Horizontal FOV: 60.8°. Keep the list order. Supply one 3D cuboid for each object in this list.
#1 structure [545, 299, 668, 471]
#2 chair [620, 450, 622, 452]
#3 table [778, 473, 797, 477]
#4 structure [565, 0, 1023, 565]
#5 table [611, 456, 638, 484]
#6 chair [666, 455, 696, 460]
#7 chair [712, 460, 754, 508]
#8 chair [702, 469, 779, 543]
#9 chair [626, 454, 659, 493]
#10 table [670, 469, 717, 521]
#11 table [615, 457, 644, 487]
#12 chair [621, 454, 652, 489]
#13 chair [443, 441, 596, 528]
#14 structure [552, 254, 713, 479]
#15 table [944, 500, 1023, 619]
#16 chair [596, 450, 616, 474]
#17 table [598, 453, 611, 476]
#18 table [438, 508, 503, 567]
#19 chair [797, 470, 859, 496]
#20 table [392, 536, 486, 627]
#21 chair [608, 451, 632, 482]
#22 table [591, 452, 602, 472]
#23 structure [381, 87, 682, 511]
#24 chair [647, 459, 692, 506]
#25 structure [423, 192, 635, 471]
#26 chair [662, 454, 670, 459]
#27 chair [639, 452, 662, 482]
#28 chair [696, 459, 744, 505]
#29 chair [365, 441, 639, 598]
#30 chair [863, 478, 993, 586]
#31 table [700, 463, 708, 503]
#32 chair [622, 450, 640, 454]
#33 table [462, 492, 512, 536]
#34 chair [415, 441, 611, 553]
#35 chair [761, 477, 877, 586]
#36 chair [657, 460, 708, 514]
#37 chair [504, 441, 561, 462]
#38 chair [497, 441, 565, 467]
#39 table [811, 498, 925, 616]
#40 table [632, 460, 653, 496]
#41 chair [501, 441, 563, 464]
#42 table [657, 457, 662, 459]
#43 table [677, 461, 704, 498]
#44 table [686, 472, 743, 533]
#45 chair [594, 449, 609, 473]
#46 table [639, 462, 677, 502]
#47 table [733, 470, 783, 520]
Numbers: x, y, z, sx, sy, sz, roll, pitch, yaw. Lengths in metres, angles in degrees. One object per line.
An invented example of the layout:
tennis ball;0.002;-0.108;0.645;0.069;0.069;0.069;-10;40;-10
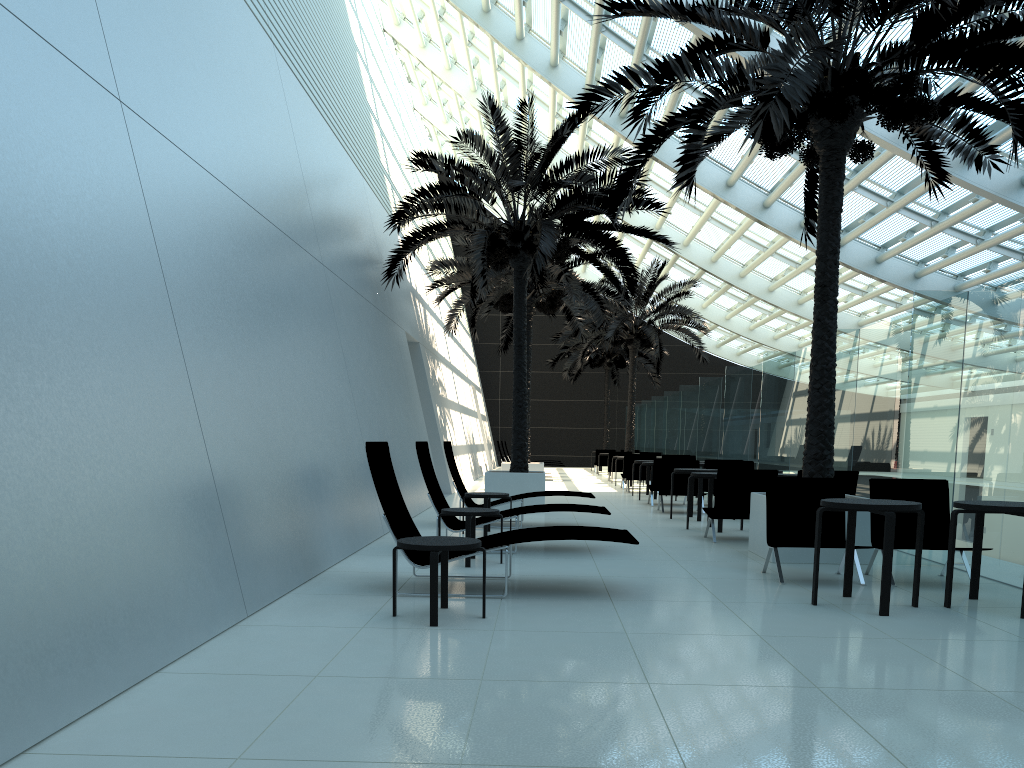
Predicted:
structure;4.102;0.064;35.959;4.455;7.085;4.763;-1;4;-20
chair;4.451;2.955;33.361;0.716;0.895;0.880;1;2;2
table;3.745;1.615;11.840;0.676;0.788;0.677;3;3;45
structure;3.179;-1.707;8.681;4.811;7.087;4.408;2;4;20
table;3.210;2.438;24.733;0.676;0.788;0.677;3;3;40
chair;4.007;2.113;20.394;0.716;0.895;0.880;1;2;2
chair;3.821;1.747;14.741;0.716;0.895;0.880;1;2;2
chair;2.768;1.471;10.686;0.716;0.895;0.880;1;2;2
chair;3.075;2.102;20.423;0.716;0.895;0.880;1;2;2
table;2.838;1.708;13.486;0.676;0.788;0.677;3;3;40
table;3.154;2.345;23.302;0.676;0.788;0.677;3;3;45
chair;3.146;2.213;22.119;0.716;0.895;0.880;1;2;2
chair;0.111;1.381;12.048;2.036;1.169;0.914;1;3;2
structure;3.806;-0.465;27.819;4.823;7.087;4.396;1;4;-5
table;3.573;1.260;6.363;0.678;0.788;0.675;-1;3;-41
chair;3.448;2.834;31.693;0.716;0.895;0.880;1;2;2
table;3.397;2.806;30.398;0.676;0.788;0.677;3;3;40
table;-0.399;1.462;8.364;0.551;0.522;0.552;2;2;45
chair;3.700;1.482;10.658;0.716;0.895;0.880;1;2;2
table;-0.484;1.295;5.793;0.551;0.522;0.552;2;2;45
chair;3.260;2.465;26.003;0.716;0.895;0.880;1;2;2
table;3.526;3.077;34.573;0.678;0.788;0.675;-1;3;-41
structure;0.210;-1.280;14.506;4.640;6.899;4.235;0;4;-20
chair;2.960;1.847;16.478;0.716;0.895;0.880;1;2;2
structure;0.203;-0.923;20.508;4.267;6.960;4.607;4;5;35
chair;4.078;2.224;22.090;0.716;0.895;0.880;1;2;2
chair;4.192;2.476;25.975;0.716;0.895;0.880;1;2;2
chair;3.892;1.858;16.449;0.716;0.895;0.880;1;2;2
chair;-0.059;1.047;6.905;2.036;1.169;0.914;1;3;2
chair;3.582;1.279;7.533;0.716;0.895;0.880;1;2;2
table;3.936;1.991;17.632;0.676;0.788;0.677;3;3;45
chair;4.380;2.845;31.664;0.716;0.895;0.880;1;2;2
table;-0.314;1.629;10.936;0.551;0.522;0.552;2;2;45
chair;0.026;1.214;9.476;2.036;1.169;0.914;1;3;2
chair;2.650;1.268;7.562;0.716;0.895;0.880;1;2;2
chair;2.889;1.735;14.770;0.716;0.895;0.880;1;2;2
chair;0.753;2.641;31.460;2.036;1.169;0.914;1;3;2
chair;0.580;2.302;26.237;2.036;1.169;0.914;1;3;2
table;2.604;1.248;6.393;0.678;0.788;0.675;-1;3;-41
table;3.025;2.075;19.127;0.676;0.788;0.677;3;3;40
chair;0.665;2.468;28.809;2.036;1.169;0.914;1;3;2
table;4.123;2.357;23.273;0.676;0.788;0.677;3;3;45
table;3.994;2.086;19.097;0.676;0.788;0.677;3;3;40
table;2.776;1.603;11.870;0.676;0.788;0.677;3;3;45
chair;3.519;2.944;33.390;0.716;0.895;0.880;1;2;2
table;2.967;1.979;17.662;0.676;0.788;0.677;3;3;45
table;3.808;1.720;13.456;0.676;0.788;0.677;3;3;40
